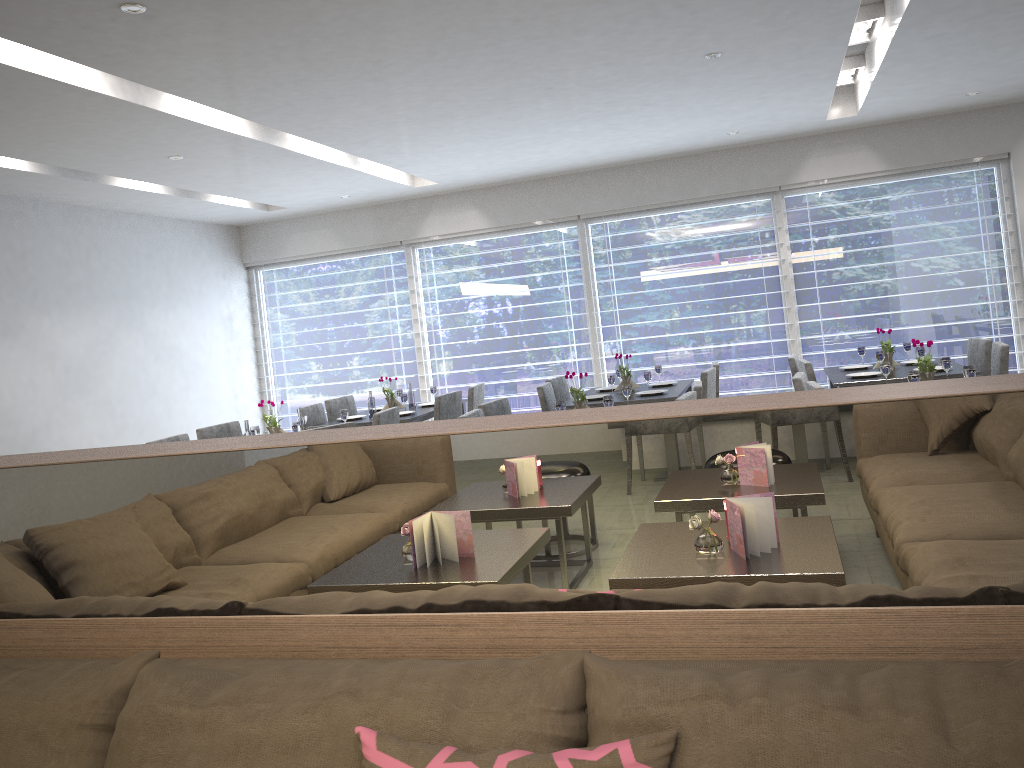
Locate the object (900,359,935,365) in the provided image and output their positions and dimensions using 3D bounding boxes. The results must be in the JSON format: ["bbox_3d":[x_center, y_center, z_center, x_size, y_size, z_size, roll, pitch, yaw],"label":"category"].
[{"bbox_3d":[2.693,-0.145,5.866,0.216,0.015,0.218,-5,4,17],"label":"object"}]

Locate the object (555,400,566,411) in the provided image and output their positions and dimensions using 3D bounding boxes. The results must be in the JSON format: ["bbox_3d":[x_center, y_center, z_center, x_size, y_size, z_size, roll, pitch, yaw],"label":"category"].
[{"bbox_3d":[0.253,0.154,4.521,0.053,0.139,0.053,-6,0,-25],"label":"object"}]

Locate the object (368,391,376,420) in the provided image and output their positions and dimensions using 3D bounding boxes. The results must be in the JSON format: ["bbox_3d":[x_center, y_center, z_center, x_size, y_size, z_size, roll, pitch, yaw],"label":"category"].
[{"bbox_3d":[-0.985,0.150,6.201,0.052,0.201,0.051,-6,0,-19],"label":"object"}]

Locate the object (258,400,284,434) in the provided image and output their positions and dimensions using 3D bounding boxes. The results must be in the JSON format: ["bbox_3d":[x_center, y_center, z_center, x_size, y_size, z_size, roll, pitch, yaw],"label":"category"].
[{"bbox_3d":[-1.417,0.224,5.216,0.104,0.276,0.155,-6,0,14],"label":"object"}]

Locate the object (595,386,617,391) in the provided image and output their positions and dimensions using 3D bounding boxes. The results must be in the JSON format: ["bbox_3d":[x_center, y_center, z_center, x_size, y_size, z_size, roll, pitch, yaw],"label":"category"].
[{"bbox_3d":[0.714,0.036,6.459,0.216,0.015,0.218,-5,4,17],"label":"object"}]

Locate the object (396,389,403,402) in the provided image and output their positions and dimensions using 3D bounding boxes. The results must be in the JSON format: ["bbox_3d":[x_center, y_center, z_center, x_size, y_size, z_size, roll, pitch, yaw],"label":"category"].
[{"bbox_3d":[-0.896,0.110,7.097,0.053,0.139,0.053,-6,0,-25],"label":"object"}]

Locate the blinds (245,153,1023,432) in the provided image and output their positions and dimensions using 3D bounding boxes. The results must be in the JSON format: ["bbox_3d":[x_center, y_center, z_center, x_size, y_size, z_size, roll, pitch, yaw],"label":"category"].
[{"bbox_3d":[0.726,-0.550,8.130,7.079,2.044,0.045,-5,0,17],"label":"blinds"}]

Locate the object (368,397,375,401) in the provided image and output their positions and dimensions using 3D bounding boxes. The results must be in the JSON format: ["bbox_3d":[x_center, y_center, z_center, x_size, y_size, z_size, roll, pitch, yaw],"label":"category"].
[{"bbox_3d":[-1.025,0.165,6.483,0.053,0.139,0.053,-6,0,-25],"label":"object"}]

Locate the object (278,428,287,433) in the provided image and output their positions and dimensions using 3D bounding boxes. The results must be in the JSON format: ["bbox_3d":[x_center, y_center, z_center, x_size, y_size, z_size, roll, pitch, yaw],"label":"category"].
[{"bbox_3d":[-1.394,0.306,5.278,0.203,0.100,0.070,-7,1,-13],"label":"object"}]

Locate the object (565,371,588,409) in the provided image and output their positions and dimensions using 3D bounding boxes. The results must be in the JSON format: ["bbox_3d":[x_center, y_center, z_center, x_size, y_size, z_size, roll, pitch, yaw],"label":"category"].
[{"bbox_3d":[0.352,0.063,4.686,0.104,0.276,0.155,-6,0,14],"label":"object"}]

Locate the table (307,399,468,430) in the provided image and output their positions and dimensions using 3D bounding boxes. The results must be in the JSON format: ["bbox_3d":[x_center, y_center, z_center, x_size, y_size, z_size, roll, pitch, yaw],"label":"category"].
[{"bbox_3d":[-0.857,0.525,6.638,0.775,0.634,1.194,-6,3,17],"label":"table"}]

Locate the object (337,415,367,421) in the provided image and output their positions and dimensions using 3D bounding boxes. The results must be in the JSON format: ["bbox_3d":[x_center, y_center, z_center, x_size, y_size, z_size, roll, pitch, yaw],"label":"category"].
[{"bbox_3d":[-1.163,0.248,6.410,0.217,0.015,0.217,-7,4,-5],"label":"object"}]

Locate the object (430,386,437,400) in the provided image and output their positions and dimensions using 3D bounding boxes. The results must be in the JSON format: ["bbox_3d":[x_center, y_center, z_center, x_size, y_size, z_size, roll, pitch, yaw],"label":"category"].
[{"bbox_3d":[-0.619,0.085,7.014,0.053,0.139,0.053,-6,0,-25],"label":"object"}]

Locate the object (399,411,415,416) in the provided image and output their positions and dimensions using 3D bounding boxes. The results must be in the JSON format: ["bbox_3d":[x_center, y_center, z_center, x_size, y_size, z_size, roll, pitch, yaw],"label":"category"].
[{"bbox_3d":[-0.795,0.214,6.300,0.217,0.015,0.217,-7,4,-5],"label":"object"}]

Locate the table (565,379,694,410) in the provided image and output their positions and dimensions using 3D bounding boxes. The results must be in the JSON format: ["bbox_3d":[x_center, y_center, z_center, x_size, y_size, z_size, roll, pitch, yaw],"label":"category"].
[{"bbox_3d":[0.852,0.370,6.126,0.775,0.634,1.194,-6,3,17],"label":"table"}]

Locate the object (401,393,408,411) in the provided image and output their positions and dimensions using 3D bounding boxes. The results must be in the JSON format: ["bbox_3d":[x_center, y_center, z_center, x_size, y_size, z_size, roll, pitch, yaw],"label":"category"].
[{"bbox_3d":[-0.783,0.140,6.461,0.053,0.139,0.053,-6,0,-25],"label":"object"}]

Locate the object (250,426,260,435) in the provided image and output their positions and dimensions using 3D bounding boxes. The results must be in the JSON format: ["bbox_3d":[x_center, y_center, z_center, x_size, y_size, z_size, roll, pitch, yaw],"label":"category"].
[{"bbox_3d":[-1.458,0.310,5.034,0.053,0.139,0.053,-6,0,-25],"label":"object"}]

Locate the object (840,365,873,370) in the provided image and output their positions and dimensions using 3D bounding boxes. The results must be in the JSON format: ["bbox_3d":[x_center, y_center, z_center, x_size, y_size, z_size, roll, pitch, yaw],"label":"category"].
[{"bbox_3d":[2.326,-0.111,5.976,0.216,0.015,0.218,-5,4,17],"label":"object"}]

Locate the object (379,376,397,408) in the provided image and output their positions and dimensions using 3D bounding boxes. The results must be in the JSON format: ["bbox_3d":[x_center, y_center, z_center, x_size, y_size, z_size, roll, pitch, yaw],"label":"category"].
[{"bbox_3d":[-0.925,0.074,6.653,0.104,0.276,0.155,-6,0,14],"label":"object"}]

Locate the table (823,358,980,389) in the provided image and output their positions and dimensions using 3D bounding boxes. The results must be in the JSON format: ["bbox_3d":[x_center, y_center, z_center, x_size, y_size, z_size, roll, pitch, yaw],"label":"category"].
[{"bbox_3d":[2.464,0.223,5.643,0.775,0.634,1.194,-6,3,17],"label":"table"}]

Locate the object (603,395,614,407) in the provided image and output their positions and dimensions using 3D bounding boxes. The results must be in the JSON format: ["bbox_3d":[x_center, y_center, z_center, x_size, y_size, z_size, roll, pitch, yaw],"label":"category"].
[{"bbox_3d":[0.495,0.129,4.498,0.053,0.139,0.053,-6,0,-25],"label":"object"}]

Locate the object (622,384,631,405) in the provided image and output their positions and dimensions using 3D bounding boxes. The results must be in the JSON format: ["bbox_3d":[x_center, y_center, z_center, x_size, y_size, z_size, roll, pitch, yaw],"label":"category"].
[{"bbox_3d":[0.659,0.074,5.052,0.053,0.139,0.053,-6,0,-25],"label":"object"}]

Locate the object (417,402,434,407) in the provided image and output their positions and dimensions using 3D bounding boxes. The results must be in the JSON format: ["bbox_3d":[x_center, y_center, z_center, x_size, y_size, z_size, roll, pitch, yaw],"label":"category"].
[{"bbox_3d":[-0.629,0.158,6.861,0.217,0.015,0.217,-7,4,-5],"label":"object"}]

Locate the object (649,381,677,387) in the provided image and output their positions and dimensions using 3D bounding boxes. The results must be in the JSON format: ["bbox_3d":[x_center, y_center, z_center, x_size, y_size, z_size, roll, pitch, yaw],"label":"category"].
[{"bbox_3d":[1.081,0.002,6.349,0.216,0.015,0.218,-5,4,17],"label":"object"}]

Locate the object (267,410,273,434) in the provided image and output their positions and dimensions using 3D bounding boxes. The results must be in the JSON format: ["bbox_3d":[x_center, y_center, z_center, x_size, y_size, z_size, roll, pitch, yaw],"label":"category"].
[{"bbox_3d":[-1.463,0.258,5.377,0.052,0.201,0.051,-6,0,-31],"label":"object"}]

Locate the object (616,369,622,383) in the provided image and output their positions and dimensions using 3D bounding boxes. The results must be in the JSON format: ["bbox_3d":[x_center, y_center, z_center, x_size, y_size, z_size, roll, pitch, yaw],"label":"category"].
[{"bbox_3d":[0.804,-0.045,6.588,0.053,0.139,0.053,-6,0,-25],"label":"object"}]

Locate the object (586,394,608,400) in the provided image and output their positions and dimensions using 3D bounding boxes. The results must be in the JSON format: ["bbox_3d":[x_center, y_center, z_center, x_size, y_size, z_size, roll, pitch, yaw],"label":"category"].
[{"bbox_3d":[0.547,0.092,5.898,0.216,0.015,0.218,-5,4,17],"label":"object"}]

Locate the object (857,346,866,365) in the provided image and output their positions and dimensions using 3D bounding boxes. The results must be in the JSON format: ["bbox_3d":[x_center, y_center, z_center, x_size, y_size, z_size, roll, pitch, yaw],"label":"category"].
[{"bbox_3d":[2.419,-0.192,6.104,0.053,0.139,0.053,-6,0,-31],"label":"object"}]

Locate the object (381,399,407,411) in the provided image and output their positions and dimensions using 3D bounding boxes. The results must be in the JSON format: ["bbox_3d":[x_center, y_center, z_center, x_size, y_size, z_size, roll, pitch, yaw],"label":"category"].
[{"bbox_3d":[-0.902,0.156,6.715,0.203,0.100,0.070,-7,1,-13],"label":"object"}]

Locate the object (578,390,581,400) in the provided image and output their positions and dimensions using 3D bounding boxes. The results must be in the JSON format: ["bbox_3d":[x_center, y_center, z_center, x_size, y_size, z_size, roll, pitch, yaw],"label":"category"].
[{"bbox_3d":[0.381,0.099,5.135,0.053,0.139,0.053,-6,0,-25],"label":"object"}]

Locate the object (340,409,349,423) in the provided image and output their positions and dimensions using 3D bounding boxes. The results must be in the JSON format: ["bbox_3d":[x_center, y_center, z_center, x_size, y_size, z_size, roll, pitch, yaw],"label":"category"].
[{"bbox_3d":[-1.052,0.230,5.564,0.053,0.139,0.053,-6,0,-25],"label":"object"}]

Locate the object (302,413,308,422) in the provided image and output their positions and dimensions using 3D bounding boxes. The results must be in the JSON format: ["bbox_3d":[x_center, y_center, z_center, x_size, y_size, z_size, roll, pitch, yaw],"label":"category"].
[{"bbox_3d":[-1.329,0.255,5.648,0.053,0.139,0.053,-6,0,-25],"label":"object"}]

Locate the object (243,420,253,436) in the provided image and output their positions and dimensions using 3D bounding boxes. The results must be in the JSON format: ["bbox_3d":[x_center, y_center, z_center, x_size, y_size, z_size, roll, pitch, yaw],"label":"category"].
[{"bbox_3d":[-1.417,0.295,4.747,0.052,0.201,0.051,-6,0,-31],"label":"object"}]

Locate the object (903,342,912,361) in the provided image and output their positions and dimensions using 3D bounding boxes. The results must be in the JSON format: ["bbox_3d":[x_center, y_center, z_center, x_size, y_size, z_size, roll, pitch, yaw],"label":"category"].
[{"bbox_3d":[2.697,-0.217,6.021,0.053,0.139,0.053,-6,0,-31],"label":"object"}]

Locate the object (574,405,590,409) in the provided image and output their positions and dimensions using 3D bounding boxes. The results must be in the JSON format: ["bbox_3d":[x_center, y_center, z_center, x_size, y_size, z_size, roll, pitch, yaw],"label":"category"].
[{"bbox_3d":[0.375,0.145,4.748,0.203,0.100,0.070,-7,1,-13],"label":"object"}]

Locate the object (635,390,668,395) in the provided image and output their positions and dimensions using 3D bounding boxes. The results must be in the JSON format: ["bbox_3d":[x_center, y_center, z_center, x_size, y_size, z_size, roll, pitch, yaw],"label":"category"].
[{"bbox_3d":[0.914,0.058,5.788,0.216,0.015,0.218,-5,4,17],"label":"object"}]

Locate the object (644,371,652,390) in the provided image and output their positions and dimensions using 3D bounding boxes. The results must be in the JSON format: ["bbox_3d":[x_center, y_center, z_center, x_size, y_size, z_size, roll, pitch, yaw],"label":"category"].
[{"bbox_3d":[0.917,-0.015,5.952,0.053,0.139,0.053,-6,0,-31],"label":"object"}]

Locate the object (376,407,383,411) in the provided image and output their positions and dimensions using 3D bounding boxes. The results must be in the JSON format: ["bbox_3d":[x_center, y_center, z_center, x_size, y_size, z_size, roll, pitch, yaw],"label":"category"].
[{"bbox_3d":[-0.996,0.192,6.971,0.217,0.015,0.217,-7,4,-5],"label":"object"}]

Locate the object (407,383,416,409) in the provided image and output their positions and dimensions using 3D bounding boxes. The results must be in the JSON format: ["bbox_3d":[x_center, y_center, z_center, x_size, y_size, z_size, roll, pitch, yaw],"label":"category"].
[{"bbox_3d":[-0.770,0.090,6.742,0.052,0.201,0.051,-6,0,-19],"label":"object"}]

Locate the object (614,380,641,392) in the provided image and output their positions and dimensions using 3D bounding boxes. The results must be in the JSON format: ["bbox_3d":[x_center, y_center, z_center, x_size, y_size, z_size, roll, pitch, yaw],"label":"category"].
[{"bbox_3d":[0.808,0.000,6.203,0.203,0.100,0.070,-7,1,-13],"label":"object"}]

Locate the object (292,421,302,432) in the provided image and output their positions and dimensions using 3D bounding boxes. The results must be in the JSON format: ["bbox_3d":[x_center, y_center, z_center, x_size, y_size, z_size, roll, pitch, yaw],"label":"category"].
[{"bbox_3d":[-1.216,0.285,5.011,0.053,0.139,0.053,-6,0,-25],"label":"object"}]

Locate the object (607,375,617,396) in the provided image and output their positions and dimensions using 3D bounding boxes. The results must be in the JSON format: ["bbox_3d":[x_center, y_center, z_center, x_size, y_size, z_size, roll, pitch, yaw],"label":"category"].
[{"bbox_3d":[0.675,0.010,5.974,0.053,0.139,0.053,-6,0,-25],"label":"object"}]

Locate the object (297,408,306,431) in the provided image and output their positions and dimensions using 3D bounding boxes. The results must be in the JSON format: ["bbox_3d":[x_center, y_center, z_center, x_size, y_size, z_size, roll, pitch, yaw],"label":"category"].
[{"bbox_3d":[-1.258,0.242,5.281,0.052,0.201,0.051,-6,0,-31],"label":"object"}]

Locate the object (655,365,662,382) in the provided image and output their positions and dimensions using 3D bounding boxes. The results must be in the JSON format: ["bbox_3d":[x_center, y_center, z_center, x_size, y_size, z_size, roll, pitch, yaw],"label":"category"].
[{"bbox_3d":[1.082,-0.070,6.505,0.053,0.139,0.053,-6,0,-31],"label":"object"}]

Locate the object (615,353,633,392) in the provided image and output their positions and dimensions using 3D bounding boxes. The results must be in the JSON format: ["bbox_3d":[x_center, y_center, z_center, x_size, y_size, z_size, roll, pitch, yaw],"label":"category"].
[{"bbox_3d":[0.784,-0.082,6.141,0.104,0.276,0.155,-6,0,14],"label":"object"}]
